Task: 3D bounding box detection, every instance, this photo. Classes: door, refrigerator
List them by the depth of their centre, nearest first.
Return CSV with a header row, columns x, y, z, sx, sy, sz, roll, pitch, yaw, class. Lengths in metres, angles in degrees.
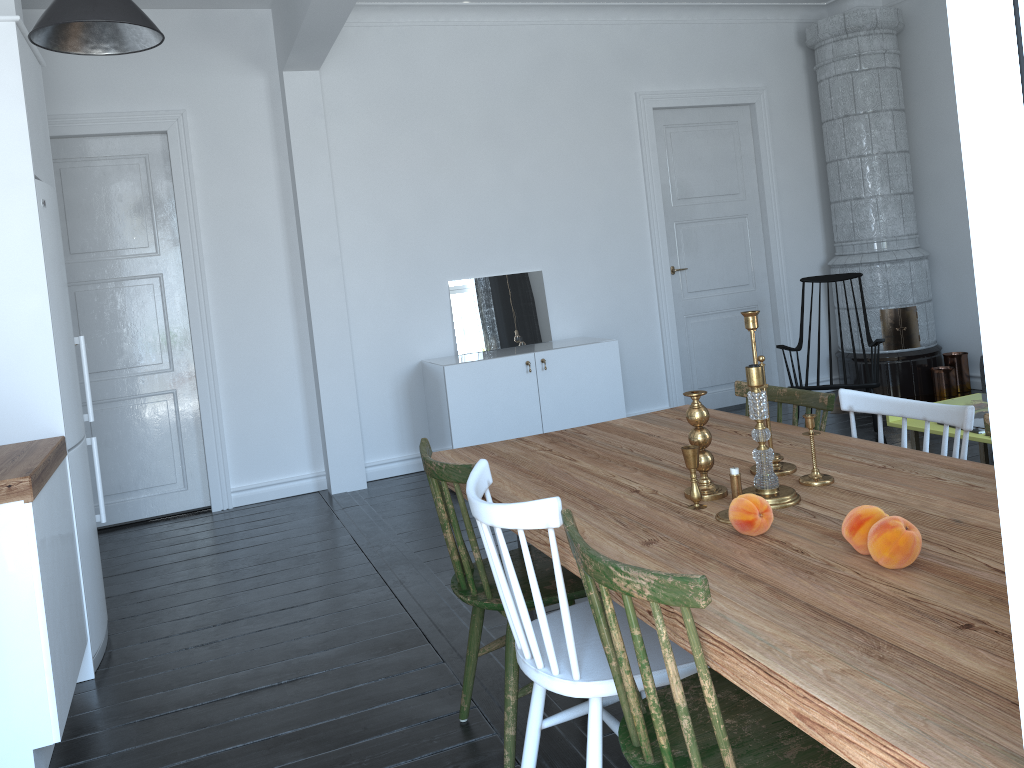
x,y,z,sx,sy,sz,roll,pitch,yaw,class
0.502,0.136,0.428,0.105,2.020,0.585,-7,1,-14,door
-1.979,0.178,3.324,0.684,1.796,0.575,-7,2,-20,refrigerator
-2.367,-0.383,5.294,1.047,2.468,0.115,-7,1,-21,door
1.582,-1.031,6.799,1.175,2.468,0.115,-7,1,-21,door

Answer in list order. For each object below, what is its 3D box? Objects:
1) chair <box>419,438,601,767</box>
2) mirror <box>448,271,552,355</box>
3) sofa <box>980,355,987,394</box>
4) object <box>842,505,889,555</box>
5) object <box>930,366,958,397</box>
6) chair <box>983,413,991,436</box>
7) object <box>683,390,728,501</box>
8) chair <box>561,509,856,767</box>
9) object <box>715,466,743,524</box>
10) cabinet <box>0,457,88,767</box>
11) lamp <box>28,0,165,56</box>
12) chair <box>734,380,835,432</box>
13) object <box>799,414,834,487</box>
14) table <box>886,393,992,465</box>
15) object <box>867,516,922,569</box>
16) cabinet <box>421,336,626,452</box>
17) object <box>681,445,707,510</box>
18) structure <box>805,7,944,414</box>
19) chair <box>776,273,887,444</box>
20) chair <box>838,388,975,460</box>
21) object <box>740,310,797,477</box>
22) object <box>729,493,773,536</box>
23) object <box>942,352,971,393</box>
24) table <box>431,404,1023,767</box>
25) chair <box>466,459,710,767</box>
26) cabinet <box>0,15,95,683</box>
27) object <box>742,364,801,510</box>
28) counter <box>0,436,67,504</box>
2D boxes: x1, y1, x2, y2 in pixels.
x,y,z,sx,sy,sz,roll,pitch,yaw,class
0.037,0.559,2.459,0.488,0.825,0.467,-7,3,-22,chair
-0.076,-0.500,6.103,0.699,0.501,0.054,-8,2,-21,mirror
3.603,-0.026,4.191,1.089,0.719,2.380,-8,7,-20,sofa
0.647,0.265,1.603,0.091,0.088,0.084,-6,4,6,object
3.160,-0.016,6.441,0.173,0.199,0.174,-9,4,-30,object
1.092,0.527,1.819,0.488,0.825,0.467,-7,3,-22,chair
0.445,0.142,2.076,0.100,0.247,0.101,-6,2,3,object
0.400,0.640,1.557,0.488,0.824,0.467,-7,3,-22,chair
0.481,0.231,1.884,0.103,0.114,0.102,-9,5,-34,object
-1.441,0.855,1.530,0.731,0.809,3.200,-7,7,-12,cabinet
-1.331,-1.529,2.715,0.387,0.937,0.385,-7,2,-12,lamp
0.730,0.445,2.722,0.488,0.824,0.467,-7,3,-22,chair
0.712,0.153,2.083,0.079,0.160,0.081,-5,3,27,object
2.338,0.350,3.673,0.603,0.397,1.405,-8,7,-20,table
0.660,0.273,1.520,0.084,0.090,0.088,-9,5,-30,object
0.093,0.139,5.848,1.207,0.733,0.590,-9,4,-21,cabinet
0.411,0.212,1.991,0.049,0.138,0.049,-7,2,-20,object
2.709,-1.347,6.648,0.774,2.882,1.280,-6,2,25,structure
1.994,-0.154,5.446,0.609,1.001,0.915,-5,4,25,chair
0.933,0.473,2.284,0.512,0.840,0.466,-7,3,-20,chair
0.638,0.019,2.221,0.113,0.409,0.114,-6,2,32,object
0.480,0.263,1.776,0.085,0.084,0.089,-7,5,-8,object
3.308,-0.087,6.542,0.176,0.280,0.173,-7,3,-20,object
0.615,0.604,2.048,1.023,0.712,2.233,-8,7,-20,table
0.194,0.596,1.994,0.512,0.840,0.466,-7,3,-20,chair
-1.614,0.052,1.826,0.783,2.358,3.804,-7,6,-16,cabinet
0.560,0.111,1.980,0.140,0.310,0.141,-6,2,22,object
-1.433,0.418,1.537,0.850,0.073,3.109,-9,8,-20,counter
